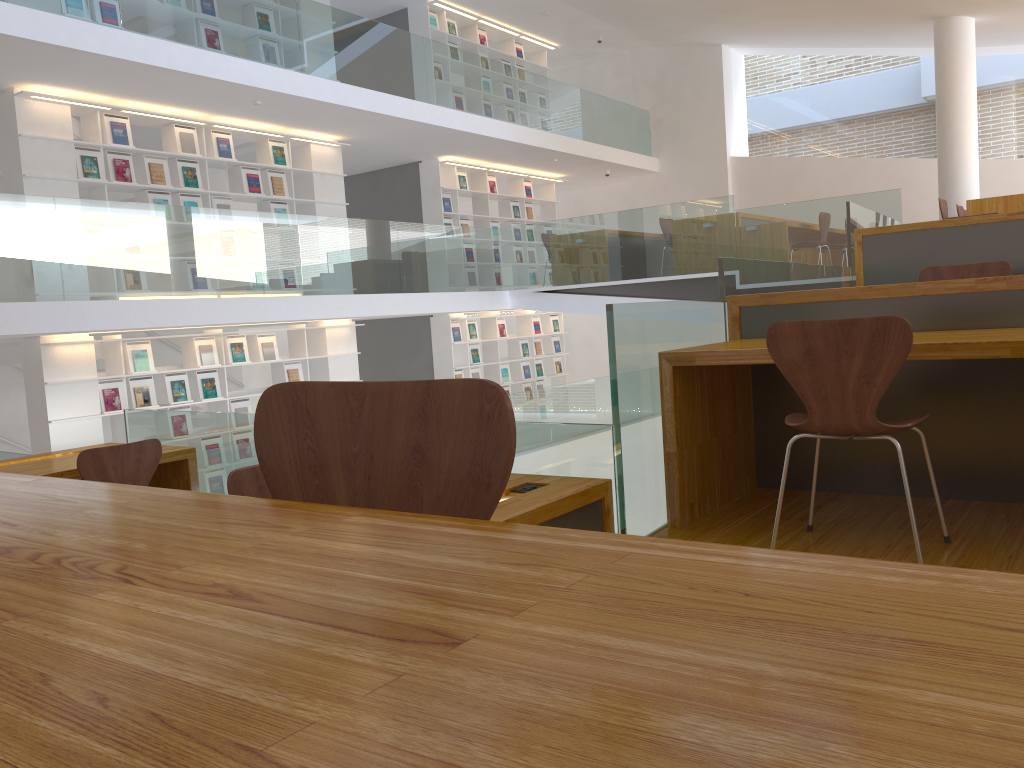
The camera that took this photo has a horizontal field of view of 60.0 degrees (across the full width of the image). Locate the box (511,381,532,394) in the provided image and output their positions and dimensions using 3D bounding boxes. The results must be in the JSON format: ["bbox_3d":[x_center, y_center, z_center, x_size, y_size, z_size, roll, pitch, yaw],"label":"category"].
[{"bbox_3d":[0.169,0.112,13.477,0.274,0.296,0.245,-1,5,36],"label":"box"}]

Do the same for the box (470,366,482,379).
[{"bbox_3d":[-0.578,-0.092,12.443,0.274,0.296,0.245,-1,5,36],"label":"box"}]

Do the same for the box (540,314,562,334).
[{"bbox_3d":[0.612,-0.955,14.111,0.274,0.296,0.245,-1,5,36],"label":"box"}]

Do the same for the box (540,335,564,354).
[{"bbox_3d":[0.633,-0.628,14.135,0.274,0.296,0.245,-1,5,36],"label":"box"}]

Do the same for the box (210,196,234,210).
[{"bbox_3d":[-2.984,-1.749,9.023,0.274,0.296,0.245,-1,5,36],"label":"box"}]

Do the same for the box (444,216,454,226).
[{"bbox_3d":[-0.932,-2.105,11.987,0.274,0.296,0.245,-1,5,36],"label":"box"}]

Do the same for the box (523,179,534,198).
[{"bbox_3d":[0.171,-2.953,13.534,0.274,0.296,0.245,-1,5,36],"label":"box"}]

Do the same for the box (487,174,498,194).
[{"bbox_3d":[-0.362,-2.864,12.787,0.274,0.296,0.245,-1,5,36],"label":"box"}]

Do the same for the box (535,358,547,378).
[{"bbox_3d":[0.344,-0.248,13.727,0.274,0.296,0.245,-1,5,36],"label":"box"}]

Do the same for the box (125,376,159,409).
[{"bbox_3d":[-3.500,0.080,8.295,0.274,0.296,0.245,-1,5,36],"label":"box"}]

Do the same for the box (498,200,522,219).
[{"bbox_3d":[-0.018,-2.591,13.266,0.274,0.296,0.245,-1,5,36],"label":"box"}]

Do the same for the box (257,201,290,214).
[{"bbox_3d":[-2.564,-1.820,9.608,0.274,0.296,0.245,-1,5,36],"label":"box"}]

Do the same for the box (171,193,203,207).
[{"bbox_3d":[-3.199,-1.712,8.724,0.274,0.296,0.245,-1,5,36],"label":"box"}]

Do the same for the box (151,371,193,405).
[{"bbox_3d":[-3.283,0.038,8.576,0.274,0.296,0.245,-1,5,36],"label":"box"}]

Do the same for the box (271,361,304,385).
[{"bbox_3d":[-2.451,-0.096,9.735,0.274,0.296,0.245,-1,5,36],"label":"box"}]

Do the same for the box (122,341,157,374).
[{"bbox_3d":[-3.512,-0.247,8.263,0.274,0.296,0.245,-1,5,36],"label":"box"}]

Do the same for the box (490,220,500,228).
[{"bbox_3d":[-0.308,-2.211,12.855,0.274,0.296,0.245,-1,5,36],"label":"box"}]

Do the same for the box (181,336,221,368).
[{"bbox_3d":[-3.100,-0.317,8.837,0.274,0.296,0.245,-1,5,36],"label":"box"}]

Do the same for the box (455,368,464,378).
[{"bbox_3d":[-0.796,-0.055,12.139,0.274,0.296,0.245,-1,5,36],"label":"box"}]

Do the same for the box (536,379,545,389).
[{"bbox_3d":[0.377,0.077,13.767,0.274,0.296,0.245,-1,5,36],"label":"box"}]

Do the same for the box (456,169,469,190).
[{"bbox_3d":[-0.758,-2.796,12.241,0.274,0.296,0.245,-1,5,36],"label":"box"}]

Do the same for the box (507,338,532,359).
[{"bbox_3d":[0.118,-0.540,13.418,0.274,0.296,0.245,-1,5,36],"label":"box"}]

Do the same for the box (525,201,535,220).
[{"bbox_3d":[0.192,-2.627,13.558,0.274,0.296,0.245,-1,5,36],"label":"box"}]

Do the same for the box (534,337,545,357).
[{"bbox_3d":[0.328,-0.576,13.710,0.274,0.296,0.245,-1,5,36],"label":"box"}]

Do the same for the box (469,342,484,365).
[{"bbox_3d":[-0.587,-0.425,12.436,0.274,0.296,0.245,-1,5,36],"label":"box"}]

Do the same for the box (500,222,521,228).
[{"bbox_3d":[0.004,-2.264,13.290,0.274,0.296,0.245,-1,5,36],"label":"box"}]

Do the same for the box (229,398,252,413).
[{"bbox_3d":[-2.848,0.302,9.175,0.274,0.296,0.245,-1,5,36],"label":"box"}]

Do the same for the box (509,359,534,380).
[{"bbox_3d":[0.140,-0.213,13.442,0.274,0.296,0.245,-1,5,36],"label":"box"}]

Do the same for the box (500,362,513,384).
[{"bbox_3d":[-0.173,-0.161,13.007,0.274,0.296,0.245,-1,5,36],"label":"box"}]

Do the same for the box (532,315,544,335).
[{"bbox_3d":[0.307,-0.902,13.686,0.274,0.296,0.245,-1,5,36],"label":"box"}]

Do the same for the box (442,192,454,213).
[{"bbox_3d":[-0.957,-2.432,11.957,0.274,0.296,0.245,-1,5,36],"label":"box"}]

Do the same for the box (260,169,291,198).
[{"bbox_3d":[-2.586,-2.147,9.582,0.274,0.296,0.245,-1,5,36],"label":"box"}]

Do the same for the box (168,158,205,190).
[{"bbox_3d":[-3.218,-2.040,8.704,0.274,0.296,0.245,-1,5,36],"label":"box"}]

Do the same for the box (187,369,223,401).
[{"bbox_3d":[-3.082,0.011,8.856,0.274,0.296,0.245,-1,5,36],"label":"box"}]

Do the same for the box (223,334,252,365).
[{"bbox_3d":[-2.883,-0.354,9.139,0.274,0.296,0.245,-1,5,36],"label":"box"}]

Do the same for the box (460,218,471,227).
[{"bbox_3d":[-0.714,-2.142,12.290,0.274,0.296,0.245,-1,5,36],"label":"box"}]

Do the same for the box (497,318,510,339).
[{"bbox_3d":[-0.227,-0.813,12.940,0.274,0.296,0.245,-1,5,36],"label":"box"}]

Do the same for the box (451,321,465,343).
[{"bbox_3d":[-0.839,-0.706,12.092,0.274,0.296,0.245,-1,5,36],"label":"box"}]

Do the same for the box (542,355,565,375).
[{"bbox_3d":[0.663,-0.303,14.170,0.274,0.296,0.245,-1,5,36],"label":"box"}]

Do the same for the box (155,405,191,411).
[{"bbox_3d":[-3.258,0.364,8.605,0.274,0.296,0.245,-1,5,36],"label":"box"}]

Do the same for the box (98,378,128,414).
[{"bbox_3d":[-3.667,0.109,8.042,0.274,0.296,0.245,-1,5,36],"label":"box"}]

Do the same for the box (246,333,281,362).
[{"bbox_3d":[-4.536,1.683,6.797,0.498,3.764,7.125,-1,5,36],"label":"box"}]

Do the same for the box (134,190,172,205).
[{"bbox_3d":[-3.395,-1.679,8.450,0.274,0.296,0.245,-1,5,36],"label":"box"}]

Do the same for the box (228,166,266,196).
[{"bbox_3d":[-2.784,-2.116,9.307,0.274,0.296,0.245,-1,5,36],"label":"box"}]

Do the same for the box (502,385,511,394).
[{"bbox_3d":[-0.159,0.168,13.020,0.274,0.296,0.245,-1,5,36],"label":"box"}]

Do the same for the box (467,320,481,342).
[{"bbox_3d":[-0.622,-0.745,12.393,0.274,0.296,0.245,-1,5,36],"label":"box"}]
